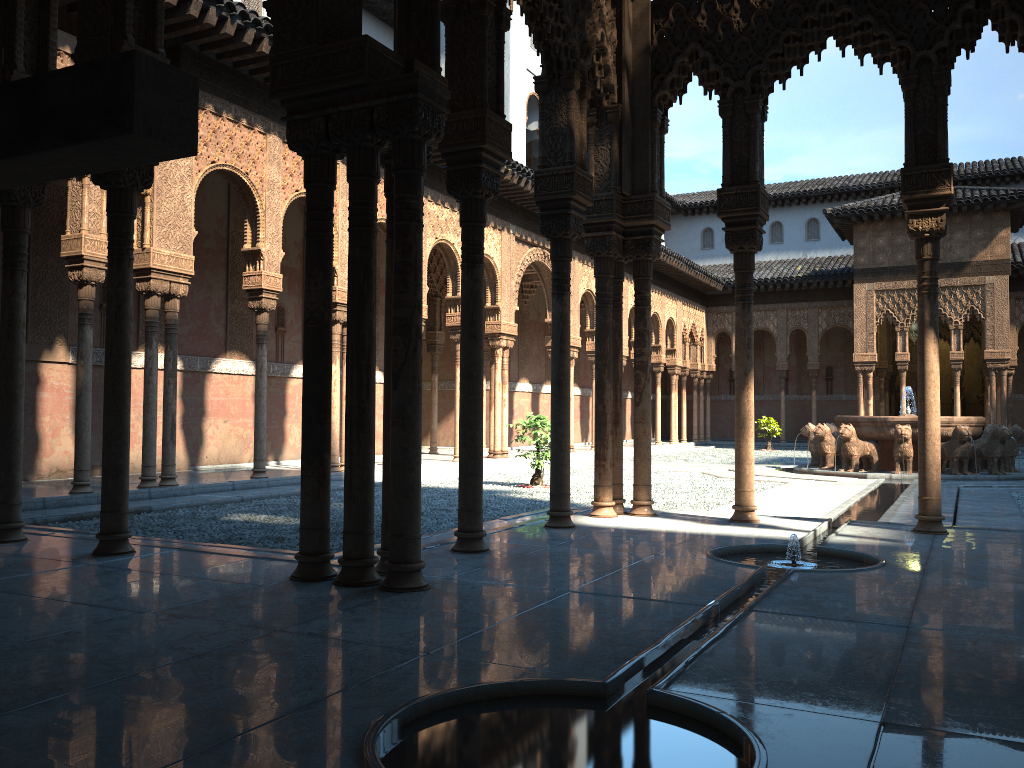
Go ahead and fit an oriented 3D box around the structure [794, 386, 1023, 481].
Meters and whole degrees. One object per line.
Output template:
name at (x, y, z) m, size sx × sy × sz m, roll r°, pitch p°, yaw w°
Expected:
structure at (8.464, 1.037, 18.954) m, size 4.508 × 1.991 × 4.508 m, roll -1°, pitch -2°, yaw 27°
